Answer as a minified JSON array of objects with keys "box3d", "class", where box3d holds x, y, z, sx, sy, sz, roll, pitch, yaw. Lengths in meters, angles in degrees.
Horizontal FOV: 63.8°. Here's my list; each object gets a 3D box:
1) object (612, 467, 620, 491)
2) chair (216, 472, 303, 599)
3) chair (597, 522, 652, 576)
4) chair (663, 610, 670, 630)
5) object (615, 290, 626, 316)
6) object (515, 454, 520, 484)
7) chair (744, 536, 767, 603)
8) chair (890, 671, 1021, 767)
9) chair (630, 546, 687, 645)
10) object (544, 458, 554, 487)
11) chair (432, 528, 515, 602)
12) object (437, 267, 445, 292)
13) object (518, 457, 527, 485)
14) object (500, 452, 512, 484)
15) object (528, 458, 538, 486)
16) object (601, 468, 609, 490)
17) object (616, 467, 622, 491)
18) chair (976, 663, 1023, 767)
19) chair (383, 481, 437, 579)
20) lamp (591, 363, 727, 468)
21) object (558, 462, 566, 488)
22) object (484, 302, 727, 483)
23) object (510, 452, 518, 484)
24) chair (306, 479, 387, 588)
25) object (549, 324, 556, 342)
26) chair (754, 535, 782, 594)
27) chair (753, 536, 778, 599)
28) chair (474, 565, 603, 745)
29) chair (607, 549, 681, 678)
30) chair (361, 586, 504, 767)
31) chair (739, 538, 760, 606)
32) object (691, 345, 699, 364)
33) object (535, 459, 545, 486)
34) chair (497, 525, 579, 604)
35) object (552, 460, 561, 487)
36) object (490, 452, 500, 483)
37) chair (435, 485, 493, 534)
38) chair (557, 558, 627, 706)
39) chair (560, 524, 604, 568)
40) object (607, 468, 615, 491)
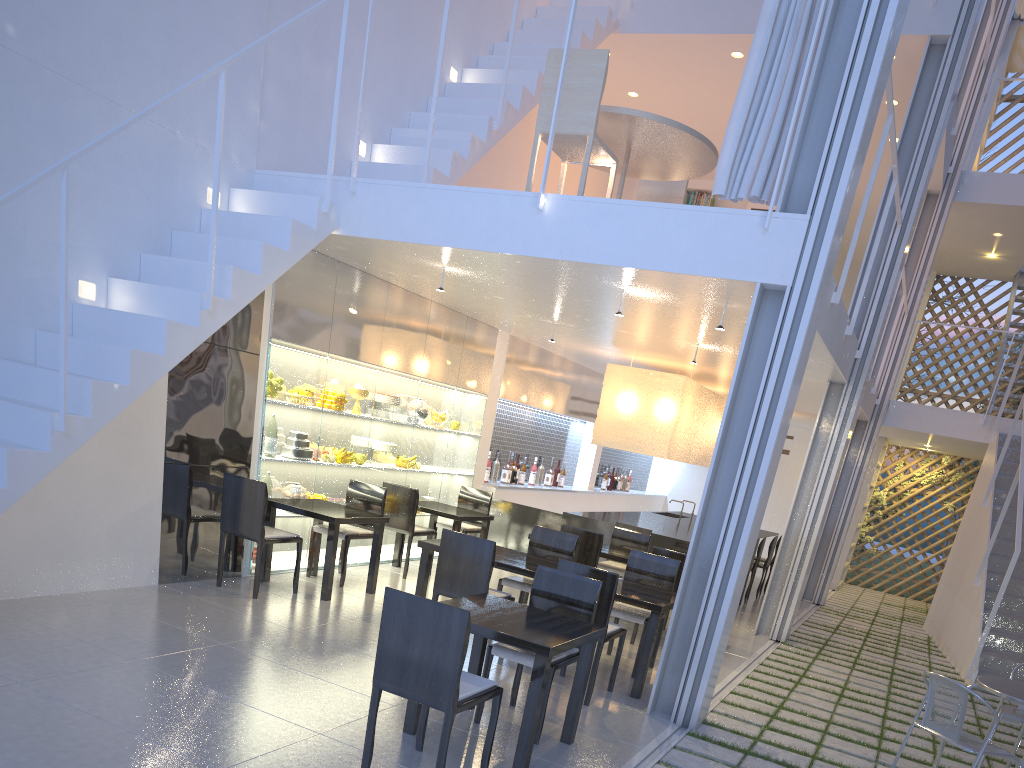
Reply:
[{"box3d":[0.871,0.795,6.900,0.044,0.217,0.044,17,17,24],"class":"object"},{"box3d":[-0.925,0.564,3.056,0.184,0.468,0.229,17,14,25],"class":"chair"},{"box3d":[0.512,0.905,4.022,0.184,0.468,0.229,17,14,25],"class":"chair"},{"box3d":[0.873,0.970,3.873,0.184,0.468,0.229,17,14,25],"class":"chair"},{"box3d":[0.353,-0.262,2.647,0.027,0.084,0.028,21,18,35],"class":"object"},{"box3d":[-0.434,0.344,4.305,0.064,0.307,2.121,19,1,28],"class":"object"},{"box3d":[1.435,1.156,5.237,0.233,0.469,0.180,15,15,19],"class":"chair"},{"box3d":[1.201,0.972,2.222,0.253,0.406,0.238,6,12,-20],"class":"chair"},{"box3d":[0.668,0.906,3.462,0.184,0.468,0.229,17,14,25],"class":"chair"},{"box3d":[0.264,0.608,5.665,0.044,0.217,0.045,18,18,26],"class":"object"},{"box3d":[-0.123,0.709,2.747,0.184,0.468,0.229,17,14,25],"class":"chair"},{"box3d":[-0.244,-0.369,2.893,0.027,0.084,0.028,21,18,35],"class":"object"},{"box3d":[-0.447,0.335,4.231,0.055,0.311,2.404,19,1,28],"class":"object"},{"box3d":[-0.449,0.336,4.214,0.044,0.307,1.973,19,1,28],"class":"object"},{"box3d":[0.145,0.579,5.449,0.042,0.198,0.041,18,18,25],"class":"object"},{"box3d":[0.757,0.772,6.679,0.042,0.194,0.037,9,16,-4],"class":"object"},{"box3d":[0.905,0.807,6.977,0.044,0.217,0.045,18,18,26],"class":"object"},{"box3d":[1.689,1.093,2.644,0.253,0.406,0.238,16,13,24],"class":"chair"},{"box3d":[-0.495,0.697,3.920,0.184,0.468,0.229,17,14,25],"class":"chair"},{"box3d":[1.161,0.297,5.378,0.430,0.448,2.279,15,0,27],"class":"lamp"},{"box3d":[0.363,0.650,5.878,0.042,0.194,0.037,9,16,-4],"class":"object"},{"box3d":[0.207,0.160,3.721,1.619,0.871,1.810,12,1,23],"class":"object"},{"box3d":[-0.428,0.342,4.255,0.100,0.307,2.055,19,1,29],"class":"object"},{"box3d":[-0.705,0.632,3.497,0.184,0.468,0.229,17,14,25],"class":"chair"},{"box3d":[0.190,-0.235,3.765,0.027,0.084,0.028,21,18,35],"class":"object"},{"box3d":[1.750,1.250,5.823,0.230,0.469,0.183,17,15,25],"class":"chair"},{"box3d":[1.599,1.204,5.527,0.232,0.469,0.181,15,15,21],"class":"chair"},{"box3d":[0.068,0.718,2.197,0.184,0.468,0.229,17,14,25],"class":"chair"},{"box3d":[0.443,0.837,3.009,0.184,0.468,0.229,17,14,25],"class":"chair"},{"box3d":[-0.152,0.650,1.755,0.184,0.468,0.229,17,14,25],"class":"chair"},{"box3d":[1.297,1.112,4.936,0.232,0.469,0.181,16,15,22],"class":"chair"},{"box3d":[0.787,-0.128,3.519,0.027,0.084,0.028,21,18,35],"class":"object"},{"box3d":[0.194,0.596,5.562,0.046,0.199,0.041,5,17,-17],"class":"object"},{"box3d":[0.082,0.772,3.158,0.184,0.468,0.229,17,14,25],"class":"chair"},{"box3d":[0.319,0.632,5.821,0.043,0.207,0.043,15,17,16],"class":"object"},{"box3d":[-0.502,0.323,4.165,0.044,0.307,1.853,19,2,29],"class":"object"},{"box3d":[-0.275,0.765,4.362,0.184,0.468,0.229,17,14,25],"class":"chair"},{"box3d":[0.238,0.774,2.598,0.184,0.468,0.229,17,14,25],"class":"chair"},{"box3d":[0.307,0.842,3.611,0.184,0.468,0.229,17,14,25],"class":"chair"},{"box3d":[0.818,0.782,6.764,0.043,0.207,0.043,15,17,16],"class":"object"}]
